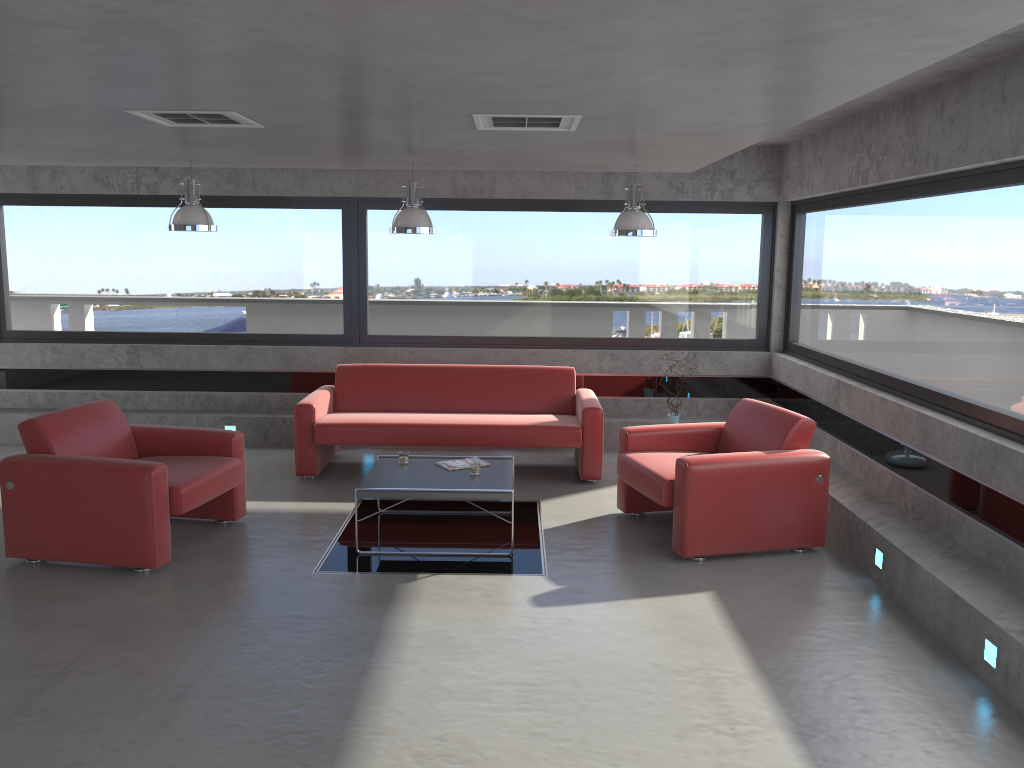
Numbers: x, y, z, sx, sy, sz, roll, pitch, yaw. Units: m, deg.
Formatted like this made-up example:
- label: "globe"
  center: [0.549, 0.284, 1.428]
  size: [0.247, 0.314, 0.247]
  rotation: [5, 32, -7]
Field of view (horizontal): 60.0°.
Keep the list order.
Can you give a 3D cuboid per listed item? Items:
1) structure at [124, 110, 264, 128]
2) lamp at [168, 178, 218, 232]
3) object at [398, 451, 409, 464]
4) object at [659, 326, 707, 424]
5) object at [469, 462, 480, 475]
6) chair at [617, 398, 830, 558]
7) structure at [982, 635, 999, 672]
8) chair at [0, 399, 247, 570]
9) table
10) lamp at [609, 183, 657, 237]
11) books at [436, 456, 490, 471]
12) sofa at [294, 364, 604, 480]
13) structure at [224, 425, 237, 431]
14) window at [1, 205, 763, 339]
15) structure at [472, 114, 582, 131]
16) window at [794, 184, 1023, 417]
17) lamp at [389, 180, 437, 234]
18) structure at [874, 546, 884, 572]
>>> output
- label: "structure"
  center: [-1.709, -1.558, 4.818]
  size: [0.563, 0.240, 0.563]
  rotation: [1, 9, 0]
- label: "lamp"
  center: [-2.607, -1.461, 7.234]
  size: [0.388, 0.422, 0.389]
  rotation: [1, 9, 0]
- label: "object"
  center: [-0.785, 0.532, 6.424]
  size: [0.079, 0.077, 0.079]
  rotation: [-2, 9, -17]
- label: "object"
  center: [1.558, 0.093, 8.283]
  size: [0.466, 1.289, 0.531]
  rotation: [3, 9, 13]
- label: "object"
  center: [-0.257, 0.582, 6.127]
  size: [0.079, 0.077, 0.079]
  rotation: [2, 9, 8]
- label: "chair"
  center: [1.395, 0.585, 6.211]
  size: [1.130, 0.854, 1.196]
  rotation: [-2, 9, -15]
- label: "structure"
  center: [2.192, 1.234, 4.061]
  size: [0.004, 0.123, 0.123]
  rotation: [1, 9, 0]
- label: "chair"
  center: [-2.480, 0.590, 5.881]
  size: [1.130, 0.854, 1.196]
  rotation: [2, 9, 10]
- label: "table"
  center: [-0.496, 0.821, 6.166]
  size: [1.018, 0.436, 0.994]
  rotation: [1, 9, 0]
- label: "lamp"
  center: [0.992, -1.418, 7.221]
  size: [0.389, 0.422, 0.388]
  rotation: [-1, 9, -10]
- label: "books"
  center: [-0.353, 0.572, 6.379]
  size: [0.326, 0.022, 0.228]
  rotation: [-4, 10, -29]
- label: "sofa"
  center: [-0.531, 0.308, 7.914]
  size: [2.626, 0.854, 1.120]
  rotation: [1, 9, 0]
- label: "structure"
  center: [-2.788, 0.469, 8.780]
  size: [0.123, 0.123, 0.004]
  rotation: [1, 9, 0]
- label: "window"
  center: [-1.349, -1.140, 9.007]
  size: [7.800, 1.364, 0.003]
  rotation: [1, 9, 0]
- label: "structure"
  center: [0.080, -1.536, 4.812]
  size: [0.563, 0.240, 0.563]
  rotation: [1, 9, 0]
- label: "window"
  center: [2.803, -0.722, 6.539]
  size: [0.003, 1.364, 4.583]
  rotation: [1, 9, 0]
- label: "lamp"
  center: [-0.807, -1.440, 7.228]
  size: [0.388, 0.422, 0.389]
  rotation: [1, 9, 0]
- label: "structure"
  center: [2.199, 1.047, 5.312]
  size: [0.004, 0.123, 0.123]
  rotation: [1, 9, 0]
